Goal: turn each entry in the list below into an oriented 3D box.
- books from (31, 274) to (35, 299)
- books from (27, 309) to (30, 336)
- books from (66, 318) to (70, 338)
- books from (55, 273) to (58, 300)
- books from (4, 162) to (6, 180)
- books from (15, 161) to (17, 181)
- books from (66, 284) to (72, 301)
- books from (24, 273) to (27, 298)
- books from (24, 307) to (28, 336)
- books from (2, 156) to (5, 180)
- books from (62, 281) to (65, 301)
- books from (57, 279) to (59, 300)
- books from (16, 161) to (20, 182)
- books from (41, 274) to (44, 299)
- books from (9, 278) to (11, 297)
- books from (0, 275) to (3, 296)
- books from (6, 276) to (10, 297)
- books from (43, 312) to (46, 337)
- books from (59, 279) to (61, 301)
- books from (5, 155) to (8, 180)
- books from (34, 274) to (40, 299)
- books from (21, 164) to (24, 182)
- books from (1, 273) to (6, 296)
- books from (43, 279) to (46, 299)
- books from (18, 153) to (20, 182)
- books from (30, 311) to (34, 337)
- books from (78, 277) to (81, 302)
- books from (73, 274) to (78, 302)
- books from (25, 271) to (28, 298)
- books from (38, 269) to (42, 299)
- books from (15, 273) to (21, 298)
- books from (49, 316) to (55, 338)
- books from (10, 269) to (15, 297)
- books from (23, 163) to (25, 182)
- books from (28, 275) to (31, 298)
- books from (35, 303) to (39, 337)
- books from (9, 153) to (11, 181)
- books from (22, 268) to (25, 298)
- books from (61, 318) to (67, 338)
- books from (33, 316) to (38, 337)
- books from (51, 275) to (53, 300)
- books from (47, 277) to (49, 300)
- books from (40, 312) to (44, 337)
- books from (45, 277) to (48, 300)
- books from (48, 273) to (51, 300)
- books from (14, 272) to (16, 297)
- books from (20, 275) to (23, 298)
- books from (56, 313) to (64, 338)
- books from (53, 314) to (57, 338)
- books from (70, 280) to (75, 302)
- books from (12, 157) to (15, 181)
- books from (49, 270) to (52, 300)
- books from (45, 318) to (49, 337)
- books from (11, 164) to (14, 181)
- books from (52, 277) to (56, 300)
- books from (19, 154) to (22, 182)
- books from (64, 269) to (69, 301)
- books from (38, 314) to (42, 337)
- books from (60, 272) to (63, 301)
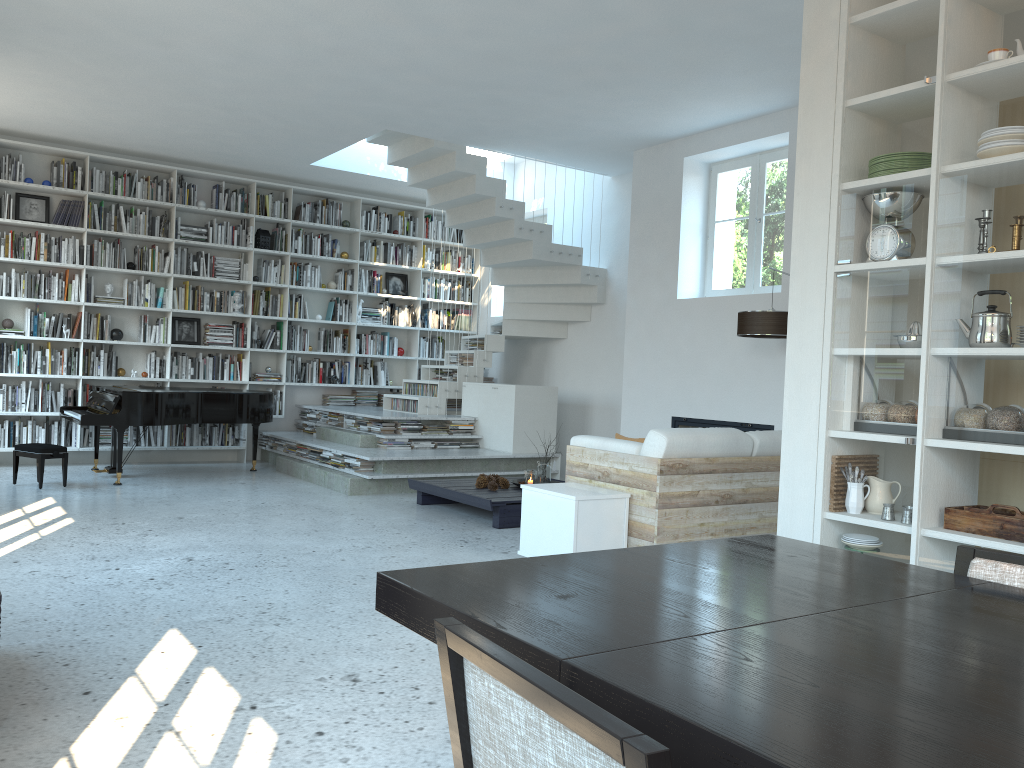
[{"bbox_3d":[-4.738,-0.955,8.760,0.023,0.242,0.184,2,1,-34],"label":"books"},{"bbox_3d":[-4.779,-0.604,8.751,0.024,0.273,0.150,2,1,-34],"label":"books"},{"bbox_3d":[-4.492,-0.561,8.949,0.027,0.209,0.143,2,1,-34],"label":"books"},{"bbox_3d":[-4.562,-0.964,8.872,0.015,0.275,0.157,2,1,-34],"label":"books"},{"bbox_3d":[-4.921,-2.040,8.596,0.014,0.192,0.146,2,1,-34],"label":"books"},{"bbox_3d":[-4.838,-2.050,8.634,0.013,0.220,0.181,2,1,-34],"label":"books"},{"bbox_3d":[-4.473,-0.915,8.949,0.030,0.183,0.151,2,1,-34],"label":"books"},{"bbox_3d":[-4.788,-0.959,8.714,0.021,0.247,0.188,2,1,-34],"label":"books"},{"bbox_3d":[-4.794,-0.610,8.741,0.012,0.285,0.159,2,1,-34],"label":"books"},{"bbox_3d":[-4.927,-2.065,8.580,0.016,0.243,0.156,2,1,-34],"label":"books"},{"bbox_3d":[-4.518,-0.927,8.914,0.013,0.203,0.161,2,1,-34],"label":"books"},{"bbox_3d":[-4.560,-0.936,8.892,0.012,0.217,0.160,2,1,-34],"label":"books"},{"bbox_3d":[-4.820,-2.046,8.638,0.021,0.214,0.173,2,1,-34],"label":"books"},{"bbox_3d":[-4.676,-0.960,8.814,0.021,0.256,0.156,2,1,-34],"label":"books"},{"bbox_3d":[-4.917,-0.934,8.672,0.021,0.187,0.129,2,1,-34],"label":"books"},{"bbox_3d":[-4.974,-0.947,8.611,0.042,0.209,0.143,2,1,-34],"label":"books"},{"bbox_3d":[-4.912,-0.942,8.622,0.028,0.204,0.188,2,1,-34],"label":"books"},{"bbox_3d":[-4.658,-0.588,8.824,0.011,0.250,0.172,2,1,-34],"label":"books"},{"bbox_3d":[-4.549,-0.937,8.904,0.021,0.221,0.148,2,1,-34],"label":"books"},{"bbox_3d":[-4.900,-2.073,8.593,0.016,0.261,0.154,2,1,-34],"label":"books"},{"bbox_3d":[-4.719,-0.961,8.794,0.048,0.256,0.141,2,1,-34],"label":"books"},{"bbox_3d":[-4.797,-2.040,8.672,0.014,0.202,0.170,2,1,-34],"label":"books"},{"bbox_3d":[-4.938,-0.959,8.615,0.022,0.235,0.177,2,1,-34],"label":"books"},{"bbox_3d":[-4.660,-0.933,8.827,0.021,0.205,0.130,2,1,-34],"label":"books"},{"bbox_3d":[-4.818,-2.090,8.661,0.007,0.301,0.145,2,1,-34],"label":"books"},{"bbox_3d":[-4.761,-0.594,8.773,0.031,0.255,0.143,2,1,-34],"label":"books"},{"bbox_3d":[-4.400,-0.950,9.004,0.036,0.257,0.123,2,1,-34],"label":"books"},{"bbox_3d":[-4.425,-0.965,8.986,0.027,0.286,0.148,2,1,-34],"label":"books"},{"bbox_3d":[-4.784,-0.971,8.738,0.011,0.271,0.157,2,1,-34],"label":"books"},{"bbox_3d":[-4.683,-0.981,8.796,0.013,0.300,0.151,2,1,-34],"label":"books"},{"bbox_3d":[-4.855,-0.959,8.705,0.049,0.243,0.139,2,1,-34],"label":"books"},{"bbox_3d":[-4.619,-0.569,8.877,0.056,0.214,0.142,2,1,-34],"label":"books"},{"bbox_3d":[-4.884,-0.980,8.665,0.023,0.281,0.174,2,1,-34],"label":"books"},{"bbox_3d":[-4.791,-2.044,8.687,0.013,0.210,0.136,2,1,-34],"label":"books"},{"bbox_3d":[-4.761,-0.953,8.734,0.024,0.237,0.166,2,1,-34],"label":"books"},{"bbox_3d":[-4.720,-0.633,8.803,0.011,0.336,0.153,2,1,-34],"label":"books"},{"bbox_3d":[-4.872,-2.081,8.592,0.015,0.279,0.190,2,1,-34],"label":"books"},{"bbox_3d":[-4.805,-0.983,8.711,0.011,0.293,0.183,2,1,-34],"label":"books"},{"bbox_3d":[-4.510,-0.561,8.924,0.030,0.207,0.172,2,1,-34],"label":"books"},{"bbox_3d":[-4.720,-0.569,8.766,0.029,0.208,0.189,2,1,-34],"label":"books"},{"bbox_3d":[-4.607,-0.955,8.865,0.011,0.252,0.139,2,1,-34],"label":"books"},{"bbox_3d":[-4.633,-0.943,8.841,0.013,0.228,0.151,2,1,-34],"label":"books"},{"bbox_3d":[-4.683,-0.588,8.830,0.022,0.249,0.129,2,1,-34],"label":"books"},{"bbox_3d":[-4.637,-0.944,8.824,0.013,0.229,0.177,2,1,-34],"label":"books"},{"bbox_3d":[-4.619,-0.965,8.844,0.012,0.272,0.145,2,1,-34],"label":"books"},{"bbox_3d":[-4.866,-0.961,8.668,0.011,0.246,0.176,2,1,-34],"label":"books"},{"bbox_3d":[-4.818,-0.951,8.707,0.014,0.230,0.148,2,1,-34],"label":"books"},{"bbox_3d":[-4.551,-0.586,8.905,0.060,0.255,0.158,2,1,-34],"label":"books"},{"bbox_3d":[-4.590,-0.581,8.896,0.013,0.242,0.141,2,1,-34],"label":"books"},{"bbox_3d":[-4.448,-0.934,8.966,0.031,0.223,0.144,2,1,-34],"label":"books"},{"bbox_3d":[-4.853,-2.067,8.634,0.013,0.253,0.129,2,1,-34],"label":"books"},{"bbox_3d":[-4.618,-0.981,8.863,0.011,0.304,0.129,2,1,-34],"label":"books"},{"bbox_3d":[-4.636,-0.557,8.826,0.029,0.190,0.188,2,1,-34],"label":"books"},{"bbox_3d":[-4.868,-2.033,8.619,0.026,0.182,0.161,2,1,-34],"label":"books"},{"bbox_3d":[-4.597,-0.950,8.884,0.028,0.242,0.131,2,1,-34],"label":"books"},{"bbox_3d":[-4.816,-2.086,8.677,0.015,0.293,0.130,2,1,-34],"label":"books"},{"bbox_3d":[-4.495,-0.987,8.927,0.035,0.326,0.170,2,1,-34],"label":"books"},{"bbox_3d":[-4.709,-0.581,8.821,0.030,0.231,0.147,2,1,-34],"label":"books"},{"bbox_3d":[-4.536,-0.973,8.917,0.015,0.293,0.143,2,1,-34],"label":"books"}]
